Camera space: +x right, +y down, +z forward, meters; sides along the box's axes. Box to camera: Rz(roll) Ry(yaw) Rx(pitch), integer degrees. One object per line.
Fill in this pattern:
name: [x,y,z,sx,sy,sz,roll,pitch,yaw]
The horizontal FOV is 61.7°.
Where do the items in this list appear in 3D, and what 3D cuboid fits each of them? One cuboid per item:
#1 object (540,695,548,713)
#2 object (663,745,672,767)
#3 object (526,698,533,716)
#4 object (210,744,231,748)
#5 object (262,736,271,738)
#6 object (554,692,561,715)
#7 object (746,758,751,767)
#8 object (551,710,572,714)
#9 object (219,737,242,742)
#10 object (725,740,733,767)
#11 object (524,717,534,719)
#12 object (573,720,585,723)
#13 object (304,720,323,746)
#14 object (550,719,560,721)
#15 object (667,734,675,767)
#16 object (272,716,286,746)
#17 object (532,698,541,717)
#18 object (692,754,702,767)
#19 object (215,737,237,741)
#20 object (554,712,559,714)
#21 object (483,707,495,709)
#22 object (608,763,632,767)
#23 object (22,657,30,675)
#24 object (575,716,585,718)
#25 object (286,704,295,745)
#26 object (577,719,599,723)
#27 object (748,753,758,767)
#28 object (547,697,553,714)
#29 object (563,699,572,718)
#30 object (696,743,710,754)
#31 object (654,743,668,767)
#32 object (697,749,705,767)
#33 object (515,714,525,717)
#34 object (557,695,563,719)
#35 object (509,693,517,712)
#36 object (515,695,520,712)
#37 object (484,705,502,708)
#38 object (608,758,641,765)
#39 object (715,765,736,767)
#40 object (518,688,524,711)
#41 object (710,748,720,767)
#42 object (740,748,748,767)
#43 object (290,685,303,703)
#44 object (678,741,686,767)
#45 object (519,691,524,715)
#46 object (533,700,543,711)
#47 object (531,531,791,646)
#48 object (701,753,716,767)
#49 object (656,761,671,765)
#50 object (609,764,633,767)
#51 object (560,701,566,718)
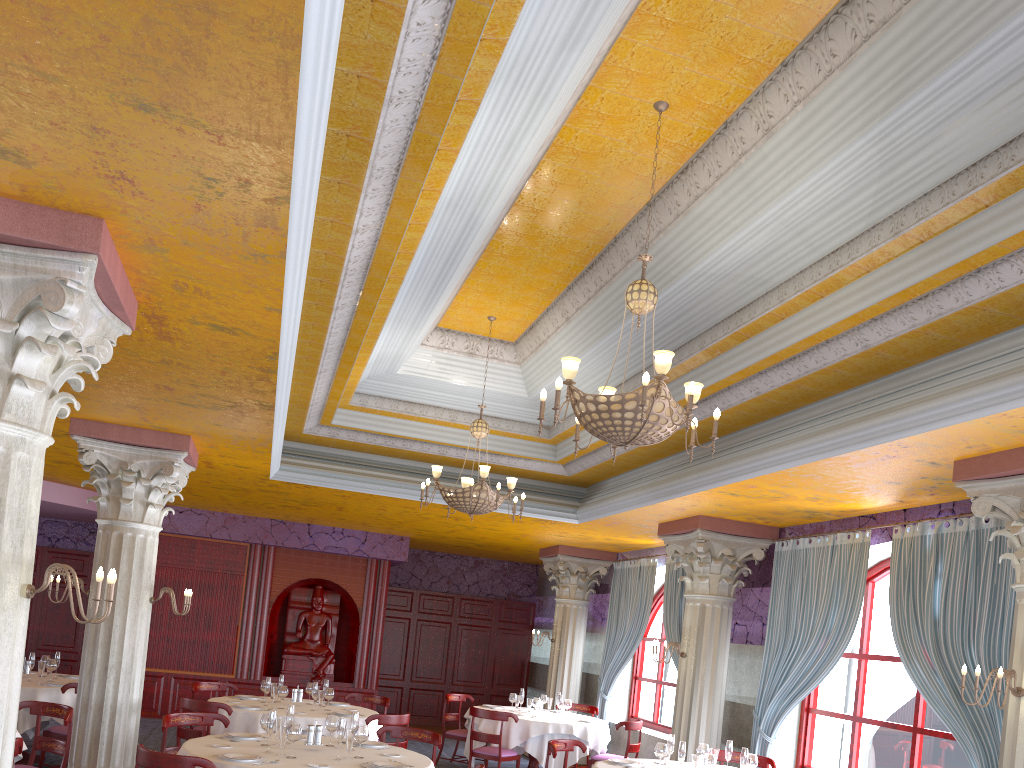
object: [0.464,4.760,12.749,0.124,0.260,0.123,8,-5,-24]
object: [1.427,3.463,7.922,0.086,0.233,0.086,7,-3,-13]
object: [0.242,4.541,12.031,0.087,0.233,0.085,8,-4,-35]
object: [-2.279,2.835,6.704,0.158,0.009,0.165,-5,-19,33]
object: [-2.183,3.056,7.430,0.231,0.013,0.028,-3,-16,29]
object: [0.677,4.710,12.624,0.073,0.330,0.075,5,-2,21]
object: [2.071,3.437,7.605,0.087,0.233,0.085,8,-4,-35]
object: [0.749,4.990,13.027,0.316,0.023,0.322,10,-17,-15]
object: [-2.342,2.952,7.113,0.252,0.003,0.023,-3,-18,28]
object: [2.028,3.509,8.033,0.075,0.330,0.074,7,-2,-24]
object: [0.227,4.524,11.608,0.054,0.019,0.267,-3,-19,32]
object: [0.953,4.670,11.838,0.231,0.013,0.028,-3,-16,29]
object: [-1.616,2.851,7.003,0.147,0.208,0.071,11,-5,-36]
object: [0.582,4.600,11.724,0.158,0.009,0.165,-1,-18,23]
object: [1.486,3.455,8.040,0.073,0.330,0.075,4,-3,43]
object: [-1.927,2.867,7.076,0.086,0.233,0.086,7,-3,-13]
object: [0.336,4.517,11.961,0.121,0.260,0.125,2,-6,43]
object: [1.592,3.340,7.440,0.085,0.233,0.087,5,-3,9]
object: [-2.357,2.931,7.079,0.256,0.019,0.057,-5,-18,33]
object: [0.683,4.934,12.836,0.138,0.010,0.031,-4,-18,31]
object: [-0.352,4.729,12.516,0.256,0.019,0.057,-5,-18,33]
object: [1.013,3.548,7.959,0.252,0.003,0.023,-3,-18,28]
object: [-8.422,2.779,10.862,5.640,1.179,0.360,3,-3,12]
object: [0.994,4.894,12.583,0.158,0.009,0.165,5,-16,4]
object: [-1.868,2.859,7.194,0.073,0.330,0.075,5,-2,21]
object: [1.060,4.719,11.988,0.316,0.023,0.322,10,-17,-15]
object: [2.143,3.459,7.699,0.121,0.260,0.125,2,-6,43]
object: [0.556,4.762,12.678,0.085,0.233,0.087,5,-3,9]
object: [0.793,4.660,12.290,0.122,0.260,0.124,6,-4,-2]
object: [1.815,3.559,8.158,0.124,0.260,0.123,8,-5,-24]
object: [1.359,3.416,7.829,0.122,0.260,0.124,6,-4,-2]
object: [1.739,3.447,7.849,0.147,0.208,0.071,11,-5,-36]
object: [0.027,4.521,11.678,0.316,0.023,0.322,10,-17,-15]
object: [0.672,4.551,12.080,0.073,0.330,0.075,5,-2,21]
object: [0.008,4.617,12.420,0.122,0.260,0.124,6,-4,-2]
object: [0.077,4.664,12.513,0.087,0.233,0.085,8,-4,-35]
object: [-0.284,4.792,12.716,0.316,0.023,0.322,10,-17,-15]
object: [1.067,3.591,8.125,0.315,0.023,0.324,-9,-22,42]
object: [2.099,3.789,8.435,0.316,0.023,0.322,10,-17,-15]
object: [0.136,4.656,12.631,0.073,0.330,0.075,5,-2,21]
object: [1.906,3.561,8.087,0.085,0.233,0.087,5,-3,9]
object: [2.022,3.350,7.489,0.073,0.330,0.075,5,-2,21]
object: [-2.552,3.684,10.187,0.147,0.208,0.071,11,-5,-36]
object: [1.481,3.295,7.496,0.074,0.330,0.074,6,-2,-2]
object: [0.131,4.497,12.087,0.073,0.330,0.075,5,-2,21]
object: [0.389,4.648,12.440,0.147,0.208,0.071,11,-5,-36]
object: [4.091,2.304,5.558,2.111,3.506,29.974,7,-16,-15]
object: [1.687,3.316,7.370,0.121,0.260,0.125,2,-6,43]
object: [1.489,3.725,8.409,0.158,0.009,0.166,2,-17,14]
object: [0.998,3.527,7.925,0.256,0.019,0.057,-5,-18,33]
object: [0.721,4.639,12.196,0.087,0.233,0.085,8,-4,-35]
